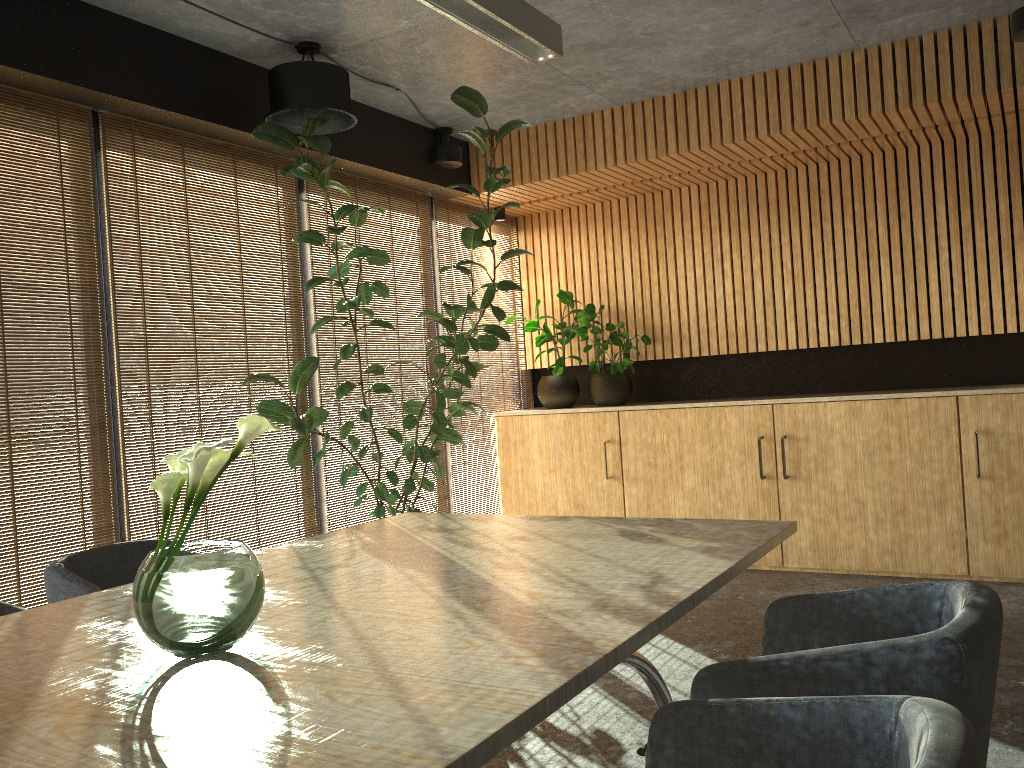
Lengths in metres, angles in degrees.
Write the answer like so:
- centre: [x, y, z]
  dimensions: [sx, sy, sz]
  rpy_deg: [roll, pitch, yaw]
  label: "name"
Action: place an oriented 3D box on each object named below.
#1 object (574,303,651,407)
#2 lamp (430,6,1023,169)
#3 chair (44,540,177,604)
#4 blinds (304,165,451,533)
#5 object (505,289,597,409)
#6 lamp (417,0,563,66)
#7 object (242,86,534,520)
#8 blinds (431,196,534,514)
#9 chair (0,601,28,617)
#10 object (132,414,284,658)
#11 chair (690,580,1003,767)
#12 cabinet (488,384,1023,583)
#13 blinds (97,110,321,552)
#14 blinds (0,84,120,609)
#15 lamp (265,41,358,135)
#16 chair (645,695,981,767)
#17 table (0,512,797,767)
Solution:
- centre: [0.782, -0.251, 7.541]
  dimensions: [0.679, 0.880, 0.512]
  rpy_deg: [-4, 0, 34]
  label: "object"
- centre: [1.163, -1.937, 5.809]
  dimensions: [4.179, 0.294, 0.257]
  rpy_deg: [-4, 0, 31]
  label: "lamp"
- centre: [-1.398, 1.126, 3.540]
  dimensions: [0.761, 0.944, 0.706]
  rpy_deg: [-4, 0, 31]
  label: "chair"
- centre: [-0.927, 0.013, 6.512]
  dimensions: [0.039, 3.038, 1.422]
  rpy_deg: [-4, 0, 31]
  label: "blinds"
- centre: [0.344, -0.309, 7.816]
  dimensions: [0.640, 1.054, 0.666]
  rpy_deg: [-4, 0, -18]
  label: "object"
- centre: [-0.889, -1.635, 2.102]
  dimensions: [0.151, 0.618, 4.009]
  rpy_deg: [-4, 0, 31]
  label: "lamp"
- centre: [-0.826, -0.073, 5.825]
  dimensions: [1.875, 3.266, 1.958]
  rpy_deg: [-4, 0, -21]
  label: "object"
- centre: [-0.177, -0.034, 7.773]
  dimensions: [0.039, 3.038, 1.422]
  rpy_deg: [-4, 0, 31]
  label: "blinds"
- centre: [-1.857, 1.155, 2.767]
  dimensions: [0.761, 0.944, 0.706]
  rpy_deg: [-4, 0, 31]
  label: "chair"
- centre: [-0.733, 0.351, 2.094]
  dimensions: [0.295, 0.546, 0.322]
  rpy_deg: [-4, 0, 41]
  label: "object"
- centre: [0.832, 0.979, 2.209]
  dimensions: [0.761, 0.944, 0.706]
  rpy_deg: [-4, 0, 31]
  label: "chair"
- centre: [2.157, 0.736, 6.879]
  dimensions: [4.954, 1.272, 1.006]
  rpy_deg: [-4, 0, 31]
  label: "cabinet"
- centre: [-1.689, 0.061, 5.229]
  dimensions: [0.039, 3.038, 1.422]
  rpy_deg: [-4, 0, 31]
  label: "blinds"
- centre: [-2.439, 0.109, 3.967]
  dimensions: [0.039, 3.038, 1.422]
  rpy_deg: [-4, 0, 31]
  label: "blinds"
- centre: [-1.149, -1.701, 5.032]
  dimensions: [0.513, 0.497, 0.513]
  rpy_deg: [-4, 0, 2]
  label: "lamp"
- centre: [0.372, 1.008, 1.436]
  dimensions: [0.761, 0.944, 0.706]
  rpy_deg: [-4, 0, 31]
  label: "chair"
- centre: [-0.693, 1.086, 2.072]
  dimensions: [1.816, 0.927, 3.932]
  rpy_deg: [-4, 0, 31]
  label: "table"
